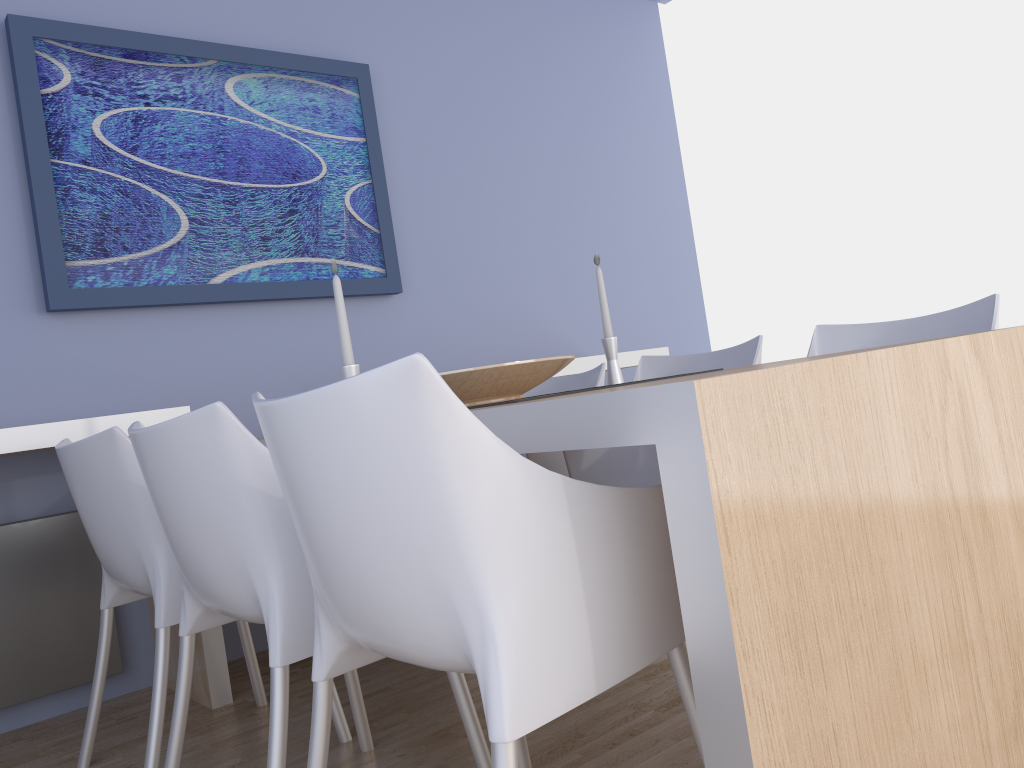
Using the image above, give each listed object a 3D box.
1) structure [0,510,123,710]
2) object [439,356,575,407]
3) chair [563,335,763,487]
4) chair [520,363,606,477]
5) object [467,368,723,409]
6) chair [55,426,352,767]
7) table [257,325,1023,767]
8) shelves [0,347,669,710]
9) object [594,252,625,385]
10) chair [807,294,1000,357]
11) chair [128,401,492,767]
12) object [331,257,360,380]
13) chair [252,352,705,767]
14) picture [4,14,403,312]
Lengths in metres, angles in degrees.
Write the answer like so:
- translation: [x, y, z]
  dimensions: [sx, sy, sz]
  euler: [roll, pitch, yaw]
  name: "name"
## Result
- translation: [-0.954, 0.585, 2.919]
  dimensions: [3.843, 0.503, 0.064]
  euler: [-8, -1, -39]
  name: "structure"
- translation: [-0.089, 0.010, 2.112]
  dimensions: [0.493, 0.081, 0.493]
  euler: [-8, -1, -21]
  name: "object"
- translation: [0.457, 0.302, 2.402]
  dimensions: [0.486, 0.793, 0.510]
  euler: [-8, -1, -39]
  name: "chair"
- translation: [0.089, 0.364, 2.855]
  dimensions: [0.486, 0.793, 0.510]
  euler: [-8, -1, -39]
  name: "chair"
- translation: [-0.078, 0.052, 2.112]
  dimensions: [0.594, 0.005, 0.986]
  euler: [-8, -1, -40]
  name: "object"
- translation: [-0.767, 0.484, 2.100]
  dimensions: [0.486, 0.793, 0.510]
  euler: [-8, -1, -39]
  name: "chair"
- translation: [-0.098, 0.421, 2.184]
  dimensions: [1.002, 0.718, 2.340]
  euler: [-8, -1, -39]
  name: "table"
- translation: [-0.904, 0.489, 2.738]
  dimensions: [3.901, 0.840, 0.463]
  euler: [-8, -1, -39]
  name: "shelves"
- translation: [0.242, -0.170, 2.287]
  dimensions: [0.045, 0.349, 0.045]
  euler: [-8, -1, -39]
  name: "object"
- translation: [0.830, 0.239, 1.942]
  dimensions: [0.486, 0.793, 0.510]
  euler: [-8, -1, -39]
  name: "chair"
- translation: [-0.408, 0.423, 1.656]
  dimensions: [0.486, 0.793, 0.510]
  euler: [-8, -1, -39]
  name: "chair"
- translation: [-0.339, -0.088, 1.805]
  dimensions: [0.045, 0.349, 0.045]
  euler: [-9, -1, 2]
  name: "object"
- translation: [-0.048, 0.362, 1.213]
  dimensions: [0.486, 0.793, 0.510]
  euler: [-8, -1, -39]
  name: "chair"
- translation: [-0.985, -0.732, 3.074]
  dimensions: [1.252, 0.901, 0.049]
  euler: [-8, -1, -39]
  name: "picture"
